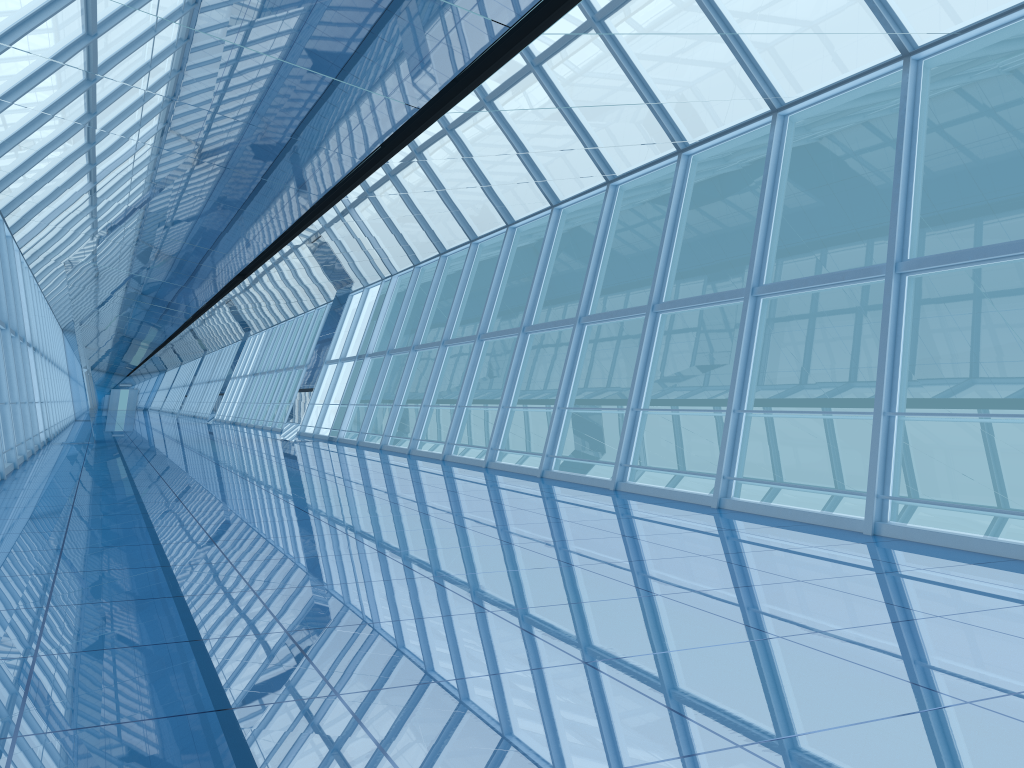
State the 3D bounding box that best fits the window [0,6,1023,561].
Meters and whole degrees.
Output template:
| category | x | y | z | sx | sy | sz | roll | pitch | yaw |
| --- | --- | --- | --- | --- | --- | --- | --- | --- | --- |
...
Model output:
| category | x | y | z | sx | sy | sz | roll | pitch | yaw |
| --- | --- | --- | --- | --- | --- | --- | --- | --- | --- |
| window | -19.891 | -0.433 | 46.724 | 9.817 | 4.955 | 106.431 | 3 | -2 | -26 |
